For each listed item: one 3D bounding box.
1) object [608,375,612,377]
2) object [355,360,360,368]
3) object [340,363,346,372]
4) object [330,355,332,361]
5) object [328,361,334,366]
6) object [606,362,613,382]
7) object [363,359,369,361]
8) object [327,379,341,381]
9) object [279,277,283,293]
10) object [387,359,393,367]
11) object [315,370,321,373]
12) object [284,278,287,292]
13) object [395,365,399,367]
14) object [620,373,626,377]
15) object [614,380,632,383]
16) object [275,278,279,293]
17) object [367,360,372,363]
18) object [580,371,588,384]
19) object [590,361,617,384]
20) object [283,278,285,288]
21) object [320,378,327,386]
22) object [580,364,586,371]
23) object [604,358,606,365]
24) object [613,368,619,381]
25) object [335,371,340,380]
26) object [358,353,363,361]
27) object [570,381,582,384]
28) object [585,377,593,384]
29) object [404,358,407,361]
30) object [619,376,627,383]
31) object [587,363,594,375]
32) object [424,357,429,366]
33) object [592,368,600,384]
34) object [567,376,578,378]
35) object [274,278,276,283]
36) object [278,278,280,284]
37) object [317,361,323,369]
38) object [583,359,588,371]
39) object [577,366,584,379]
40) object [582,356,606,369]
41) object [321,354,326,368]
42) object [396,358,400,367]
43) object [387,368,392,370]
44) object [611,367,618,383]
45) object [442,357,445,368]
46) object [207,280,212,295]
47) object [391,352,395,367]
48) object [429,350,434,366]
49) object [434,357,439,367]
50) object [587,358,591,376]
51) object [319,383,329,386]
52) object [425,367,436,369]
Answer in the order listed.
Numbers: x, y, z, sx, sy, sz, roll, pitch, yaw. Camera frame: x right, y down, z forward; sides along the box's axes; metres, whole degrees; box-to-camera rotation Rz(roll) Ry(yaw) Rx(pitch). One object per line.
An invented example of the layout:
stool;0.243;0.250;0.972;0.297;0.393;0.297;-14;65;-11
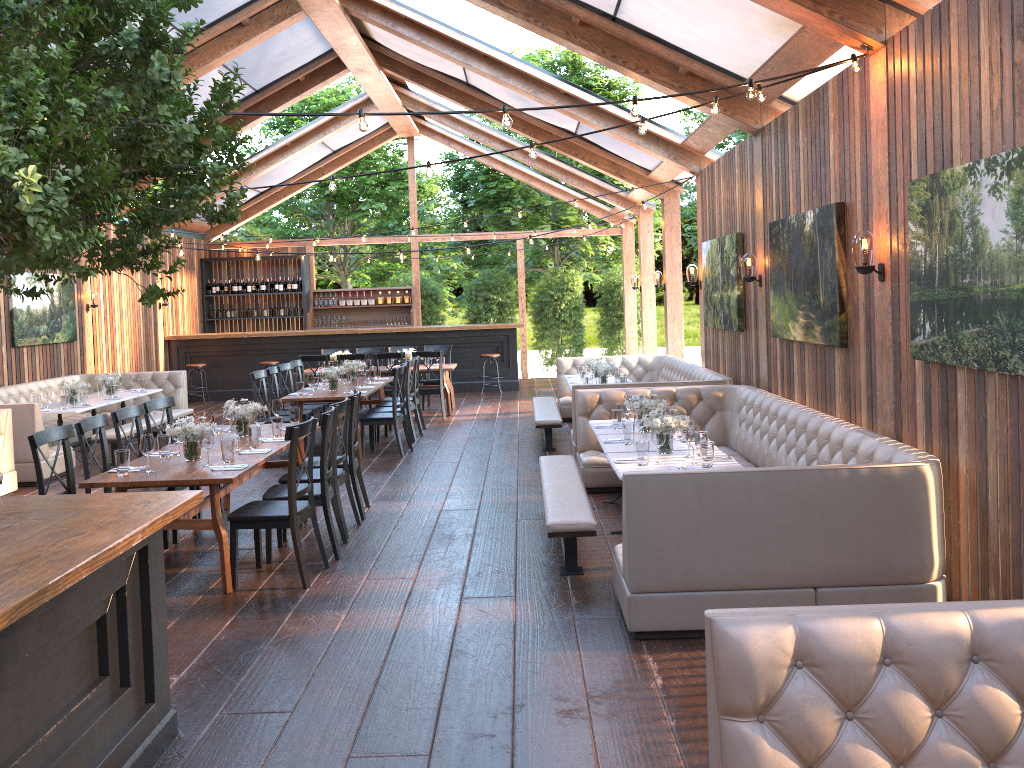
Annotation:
object;1.371;-0.114;11.844;0.255;0.019;0.158;-2;6;1
object;-2.493;-0.338;14.228;0.092;0.158;0.092;-1;3;27
object;-2.274;-0.163;11.908;0.092;0.244;0.092;0;3;43
object;-2.854;-0.324;13.770;0.092;0.244;0.092;0;3;43
object;-2.798;-0.273;13.665;0.092;0.158;0.092;-1;3;27
object;1.226;-0.153;11.139;0.092;0.244;0.092;0;3;43
object;-2.263;-0.344;13.755;0.092;0.244;0.092;0;3;43
object;-2.409;-0.055;12.003;0.255;0.019;0.158;-2;6;1
object;-4.906;-2.108;18.776;0.087;0.334;0.087;-3;2;-19
object;-1.958;-0.355;14.211;0.092;0.158;0.092;-1;3;27
object;-2.940;-0.196;13.636;0.157;0.019;0.256;-2;6;1
object;-4.810;-2.102;18.792;0.077;0.308;0.077;-3;2;-21
object;-1.804;-0.297;14.275;0.157;0.019;0.256;-2;6;1
object;1.300;-0.043;10.432;0.092;0.158;0.092;-3;3;-13
object;1.366;-0.036;11.047;0.255;0.019;0.158;-2;6;1
object;-4.991;-2.091;18.767;0.077;0.306;0.077;-1;2;17
object;-2.211;-0.293;13.663;0.092;0.158;0.092;-1;3;27
object;0.895;-0.081;10.959;0.092;0.158;0.092;-3;3;-13
object;1.102;-0.125;10.568;0.329;0.309;0.337;0;4;23
object;-4.842;-2.106;18.893;0.075;0.302;0.075;-3;2;-16
object;-2.392;-0.051;11.235;0.092;0.158;0.092;-1;3;27
object;0.980;-0.194;12.092;0.092;0.158;0.092;-3;3;-13
object;1.231;-0.230;11.936;0.092;0.244;0.092;0;3;43
object;1.316;-0.119;11.205;0.092;0.158;0.092;-3;3;-13
object;-2.345;-0.110;11.828;0.092;0.158;0.092;-1;3;27
object;-2.418;-0.376;14.140;0.092;0.244;0.092;0;3;43
object;0.850;-0.025;11.121;0.255;0.019;0.158;-2;6;1
object;0.887;-0.002;10.159;0.092;0.158;0.092;-3;3;-13
object;-1.668;-0.312;13.664;0.092;0.158;0.092;-1;3;27
object;1.261;-0.004;10.038;0.092;0.158;0.092;-3;3;-13
object;0.982;-0.133;11.022;0.092;0.244;0.092;0;3;43
object;-1.372;-0.377;14.225;0.092;0.158;0.092;-1;3;27
object;0.974;-0.054;10.222;0.092;0.244;0.092;-4;3;-41
object;0.858;-0.098;11.871;0.255;0.019;0.158;-2;6;1
object;-5.060;-2.106;18.916;0.136;0.315;0.136;-4;3;-37
object;-4.945;-2.105;18.871;0.078;0.311;0.078;-2;2;-4
object;-3.085;-0.319;14.235;0.092;0.158;0.092;-1;3;27
object;0.990;-0.206;11.772;0.092;0.244;0.092;0;3;43
object;0.903;-0.154;11.710;0.092;0.158;0.092;-3;3;-13
object;1.092;-0.218;11.520;0.329;0.309;0.337;-4;4;-25
object;-3.005;-0.355;14.140;0.092;0.244;0.092;0;3;43
object;-1.749;-0.362;13.764;0.092;0.244;0.092;0;3;43
object;-1.840;-0.233;13.628;0.157;0.019;0.256;-2;6;1
object;1.211;-0.077;10.367;0.092;0.244;0.092;-4;3;-41
object;-1.083;-0.331;13.648;0.092;0.158;0.092;-1;3;27
object;-6.448;-2.057;18.850;0.081;0.324;0.171;-2;3;-14
object;-1.892;-0.393;14.134;0.092;0.244;0.092;0;3;43
object;-1.289;-0.414;14.126;0.092;0.244;0.092;0;3;43
object;-1.161;-0.382;13.756;0.092;0.244;0.092;0;3;43
object;1.043;-0.230;12.002;0.092;0.244;0.092;0;3;43
object;-2.451;0.004;11.411;0.255;0.019;0.158;-2;6;1
object;-1.254;-0.253;13.625;0.157;0.019;0.256;-2;6;1
